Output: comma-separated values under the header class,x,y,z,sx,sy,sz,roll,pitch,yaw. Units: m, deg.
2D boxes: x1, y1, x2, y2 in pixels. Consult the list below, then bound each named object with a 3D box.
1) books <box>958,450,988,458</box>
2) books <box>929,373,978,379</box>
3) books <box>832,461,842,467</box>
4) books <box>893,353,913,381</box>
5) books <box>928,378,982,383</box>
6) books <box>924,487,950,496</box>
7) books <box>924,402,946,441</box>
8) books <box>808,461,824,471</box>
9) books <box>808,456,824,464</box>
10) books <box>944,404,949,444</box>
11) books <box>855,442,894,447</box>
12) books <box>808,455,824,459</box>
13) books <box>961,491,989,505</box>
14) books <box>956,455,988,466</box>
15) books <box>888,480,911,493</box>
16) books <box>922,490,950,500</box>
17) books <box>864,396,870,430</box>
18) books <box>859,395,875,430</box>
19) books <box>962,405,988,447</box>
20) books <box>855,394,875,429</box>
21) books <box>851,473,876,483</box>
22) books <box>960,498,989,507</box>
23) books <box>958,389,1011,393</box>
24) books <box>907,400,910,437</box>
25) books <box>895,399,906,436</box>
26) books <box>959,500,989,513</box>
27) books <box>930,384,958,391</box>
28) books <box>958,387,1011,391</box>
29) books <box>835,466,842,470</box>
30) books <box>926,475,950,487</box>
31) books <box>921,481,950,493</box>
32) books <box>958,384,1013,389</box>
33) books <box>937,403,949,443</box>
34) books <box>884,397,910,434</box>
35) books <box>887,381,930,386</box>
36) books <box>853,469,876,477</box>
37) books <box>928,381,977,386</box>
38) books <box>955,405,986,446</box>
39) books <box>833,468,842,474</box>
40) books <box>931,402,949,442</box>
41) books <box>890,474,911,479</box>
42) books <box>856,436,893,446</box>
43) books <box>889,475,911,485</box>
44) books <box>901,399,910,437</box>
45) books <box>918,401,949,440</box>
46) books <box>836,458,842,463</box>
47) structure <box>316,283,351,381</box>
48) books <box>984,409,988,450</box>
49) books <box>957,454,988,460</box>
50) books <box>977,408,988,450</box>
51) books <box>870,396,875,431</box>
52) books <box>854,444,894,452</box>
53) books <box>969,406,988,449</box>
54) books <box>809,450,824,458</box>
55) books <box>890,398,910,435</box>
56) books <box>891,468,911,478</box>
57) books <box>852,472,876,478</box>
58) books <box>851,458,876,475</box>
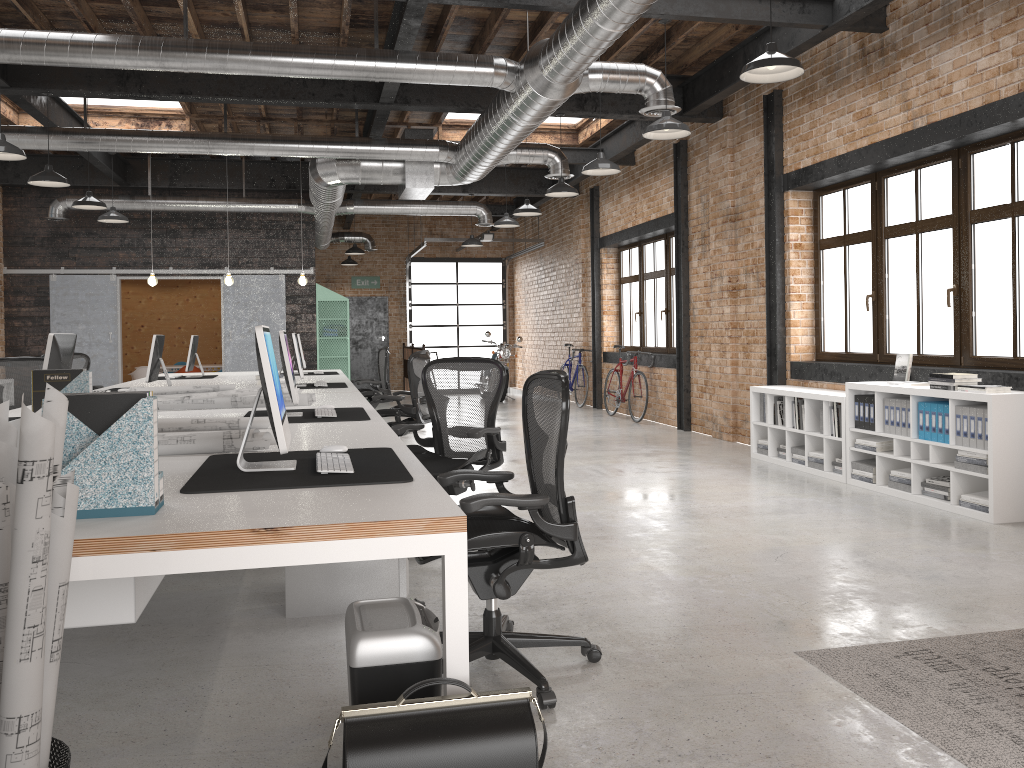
class,x,y,z,sx,sy,sz,roll,pitch,yaw
books,3.045,0.435,5.689,0.214,0.051,0.252,-2,3,-12
books,2.997,-0.055,6.012,0.191,0.028,0.240,-1,3,-11
books,2.761,0.644,7.154,0.222,0.055,0.282,-2,3,-12
books,3.042,-0.126,6.892,0.065,0.224,0.161,-1,1,-13
books,3.002,-0.029,6.004,0.212,0.023,0.259,-2,3,-13
books,2.993,0.728,6.104,0.164,0.047,0.239,-2,3,-12
books,2.977,0.256,6.133,0.232,0.261,0.062,-1,1,-13
books,2.658,0.678,7.451,0.217,0.072,0.290,-2,3,-13
books,2.653,0.627,7.442,0.207,0.067,0.275,-2,3,-12
books,3.020,0.266,5.943,0.232,0.261,0.062,-1,1,-13
books,2.801,0.451,6.781,0.219,0.034,0.260,-2,3,-12
books,2.657,0.601,7.435,0.219,0.039,0.260,-2,3,-12
books,3.069,0.731,5.693,0.214,0.046,0.251,-2,3,-12
books,3.041,0.479,5.700,0.207,0.067,0.275,-2,3,-12
books,2.911,0.732,6.418,0.217,0.072,0.290,-2,3,-13
books,2.998,0.756,6.120,0.184,0.049,0.261,-2,3,-12
books,2.831,0.220,6.811,0.232,0.261,0.062,-1,1,-13
books,2.817,0.217,6.875,0.232,0.261,0.062,-1,1,-13
books,3.057,0.275,5.778,0.232,0.261,0.062,-1,1,-13
books,2.803,0.213,6.937,0.232,0.261,0.062,-1,1,-13
books,2.790,0.715,6.836,0.207,0.061,0.274,-2,3,-12
books,3.069,0.749,5.698,0.219,0.034,0.260,-2,3,-12
books,3.057,0.045,5.737,0.187,0.014,0.253,-2,3,-13
books,2.945,0.245,6.334,0.232,0.261,0.062,-1,1,-13
books,2.917,0.239,6.460,0.232,0.261,0.062,-1,1,-13
books,3.065,0.774,5.705,0.207,0.061,0.274,-2,3,-12
books,3.001,0.021,6.004,0.191,0.032,0.259,-1,3,-11
books,3.057,0.030,5.741,0.187,0.014,0.248,-2,3,-15
books,2.741,0.674,7.137,0.164,0.047,0.239,-2,3,-12
books,3.014,0.667,6.097,0.199,0.054,0.240,-2,3,-12
books,3.014,0.699,6.122,0.222,0.055,0.282,-2,3,-12
books,3.064,0.018,5.740,0.202,0.012,0.251,-2,3,-11
books,3.005,0.263,6.007,0.232,0.261,0.062,-1,1,-13
books,2.888,0.232,6.586,0.232,0.261,0.062,-1,1,-13
books,2.925,-0.002,6.528,0.174,0.021,0.273,-2,3,-13
books,2.795,0.671,6.824,0.214,0.046,0.251,-2,3,-12
books,2.992,-0.007,6.011,0.191,0.023,0.242,-2,3,-15
books,3.043,0.272,5.840,0.232,0.261,0.062,-1,1,-13
books,2.746,0.702,7.152,0.184,0.049,0.261,-2,3,-12
books,2.991,0.259,6.070,0.232,0.261,0.062,-1,1,-13
books,2.909,0.656,6.402,0.219,0.039,0.260,-2,3,-12
books,2.801,0.433,6.776,0.214,0.046,0.251,-2,3,-12
books,2.905,0.682,6.409,0.207,0.067,0.275,-2,3,-12
books,2.931,0.242,6.397,0.232,0.261,0.062,-1,1,-13
books,2.963,0.253,6.195,0.232,0.261,0.062,-1,1,-13
books,2.762,0.613,7.129,0.199,0.054,0.240,-2,3,-12
structure,-3.030,-0.632,15.039,0.557,2.099,1.118,-1,1,-13
books,3.100,0.285,5.588,0.232,0.261,0.062,-1,1,-13
books,3.045,0.453,5.693,0.219,0.039,0.260,-2,3,-12
books,3.085,0.282,5.652,0.232,0.261,0.062,-1,1,-13
books,2.845,0.223,6.748,0.232,0.261,0.062,-1,1,-13
books,2.797,0.477,6.788,0.207,0.061,0.274,-2,3,-12
books,3.071,0.278,5.715,0.232,0.261,0.062,-1,1,-13
books,2.657,0.583,7.430,0.214,0.051,0.252,-2,3,-12
books,2.902,0.235,6.524,0.232,0.261,0.062,-1,1,-13
books,2.909,0.638,6.398,0.214,0.051,0.252,-2,3,-12
books,2.795,0.689,6.829,0.219,0.034,0.260,-2,3,-12
books,2.794,0.634,6.843,0.217,0.078,0.291,-2,3,-13
